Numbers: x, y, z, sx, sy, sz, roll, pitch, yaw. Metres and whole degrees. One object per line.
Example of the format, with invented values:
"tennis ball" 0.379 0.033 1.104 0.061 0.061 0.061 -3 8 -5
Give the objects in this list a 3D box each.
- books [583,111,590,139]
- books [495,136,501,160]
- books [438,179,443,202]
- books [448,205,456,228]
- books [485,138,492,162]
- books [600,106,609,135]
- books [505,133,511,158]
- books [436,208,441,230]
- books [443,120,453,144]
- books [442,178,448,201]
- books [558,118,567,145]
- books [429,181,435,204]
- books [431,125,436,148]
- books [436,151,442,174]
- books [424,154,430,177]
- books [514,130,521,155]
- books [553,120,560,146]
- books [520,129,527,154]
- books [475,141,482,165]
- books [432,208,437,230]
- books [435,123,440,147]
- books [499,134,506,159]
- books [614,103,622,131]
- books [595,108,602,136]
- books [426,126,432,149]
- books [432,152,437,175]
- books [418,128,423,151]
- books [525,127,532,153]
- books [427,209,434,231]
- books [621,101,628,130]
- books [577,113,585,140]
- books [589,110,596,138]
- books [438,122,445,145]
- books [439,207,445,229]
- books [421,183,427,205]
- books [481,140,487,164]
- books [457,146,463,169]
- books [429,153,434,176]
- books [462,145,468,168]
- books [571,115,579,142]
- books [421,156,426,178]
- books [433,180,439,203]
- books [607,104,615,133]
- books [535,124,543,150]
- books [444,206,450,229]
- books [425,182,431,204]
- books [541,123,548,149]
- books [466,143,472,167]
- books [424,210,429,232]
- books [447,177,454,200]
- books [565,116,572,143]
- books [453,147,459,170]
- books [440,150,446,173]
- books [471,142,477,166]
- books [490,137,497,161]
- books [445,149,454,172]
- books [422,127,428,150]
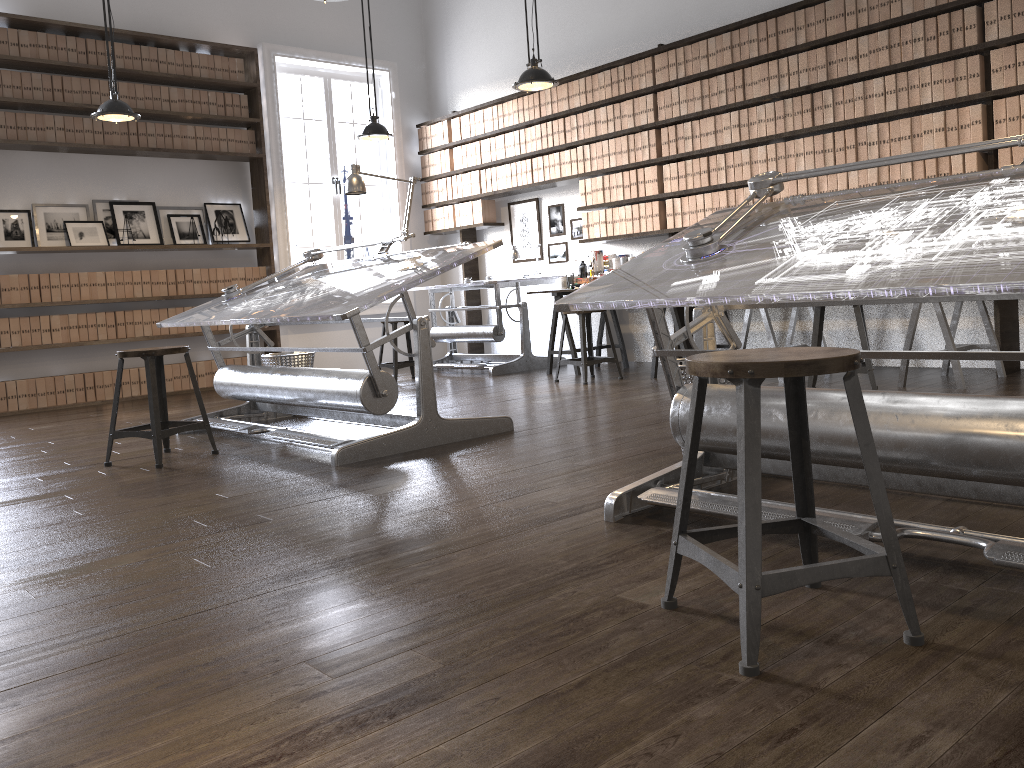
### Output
"books" 0.681 -2.140 7.358 0.175 0.225 0.067 -7 5 -41
"books" -0.062 -2.178 8.203 0.175 0.225 0.067 -7 5 -41
"books" -0.652 -1.942 8.908 0.175 0.225 0.067 -7 5 -41
"books" -0.538 -1.662 8.809 0.175 0.225 0.067 -7 5 -41
"books" -0.159 -2.182 8.307 0.175 0.225 0.067 -7 5 -41
"books" 0.809 -2.133 7.208 0.175 0.225 0.067 -7 5 -41
"books" 0.025 -2.173 8.102 0.175 0.225 0.067 -7 5 -41
"books" -0.675 -1.669 8.966 0.175 0.225 0.067 -7 5 -41
"books" -0.587 -2.484 8.761 0.175 0.225 0.067 -7 5 -41
"books" -0.606 -1.939 8.848 0.175 0.225 0.067 -7 5 -41
"books" 0.487 -2.149 7.571 0.175 0.225 0.067 -7 5 -41
"books" -0.746 -1.947 9.015 0.175 0.225 0.067 -7 5 -41
"books" -0.725 -2.492 8.923 0.175 0.225 0.067 -7 5 -41
"books" -0.667 -2.213 8.882 0.175 0.225 0.067 -7 5 -41
"books" -0.800 -2.220 9.034 0.175 0.225 0.067 -7 5 -41
"books" 0.112 -2.168 7.998 0.175 0.225 0.067 -7 5 -41
"books" 0.442 -2.152 7.630 0.175 0.225 0.067 -7 5 -41
"books" 0.161 -2.166 7.948 0.175 0.225 0.067 -7 5 -41
"books" -0.256 -2.187 8.416 0.175 0.225 0.067 -7 5 -41
"books" -0.716 -1.671 9.017 0.175 0.225 0.067 -7 5 -41
"books" -0.680 -2.489 8.869 0.175 0.225 0.067 -7 5 -41
"books" -0.022 -2.175 8.149 0.175 0.225 0.067 -7 5 -41
"books" 0.904 -2.129 7.102 0.175 0.225 0.067 -7 5 -41
"books" 0.768 -2.136 7.257 0.175 0.225 0.067 -7 5 -41
"books" -0.774 -2.494 8.973 0.175 0.225 0.067 -7 5 -41
"books" -0.708 -2.216 8.935 0.175 0.225 0.067 -7 5 -41
"books" -0.872 -2.498 9.079 0.175 0.225 0.067 -7 5 -41
"books" 0.209 -2.164 7.896 0.175 0.225 0.067 -7 5 -41
"books" -0.769 -1.673 9.069 0.175 0.225 0.067 -7 5 -41
"books" 0.952 -2.126 7.051 0.175 0.225 0.067 -7 5 -41
"books" 0.634 -2.142 7.412 0.175 0.225 0.067 -7 5 -41
"books" 0.721 -2.137 7.304 0.175 0.225 0.067 -7 5 -41
"books" -0.636 -2.487 8.814 0.175 0.225 0.067 -7 5 -41
"books" -0.637 -1.666 8.916 0.175 0.225 0.067 -7 5 -41
"books" -0.841 -1.951 9.114 0.175 0.225 0.067 -7 5 -41
"books" -0.202 -2.185 8.364 0.175 0.225 0.067 -7 5 -41
"books" -0.439 -2.196 8.622 0.175 0.225 0.067 -7 5 -41
"books" -0.750 -2.218 8.981 0.175 0.225 0.067 -7 5 -41
"books" -0.391 -2.193 8.568 0.175 0.225 0.067 -7 5 -41
"books" 0.584 -2.144 7.462 0.175 0.225 0.067 -7 5 -41
"books" -0.843 -2.223 9.090 0.175 0.225 0.067 -7 5 -41
"books" -0.702 -1.944 8.959 0.175 0.225 0.067 -7 5 -41
"books" 0.855 -2.131 7.153 0.175 0.225 0.067 -7 5 -41
"books" 0.297 -2.159 7.785 0.175 0.225 0.067 -7 5 -41
"books" -0.589 -1.664 8.861 0.175 0.225 0.067 -7 5 -41
"books" -0.793 -1.949 9.068 0.175 0.225 0.067 -7 5 -41
"books" 0.345 -2.156 7.731 0.175 0.225 0.067 -7 5 -41
"books" -0.346 -2.192 8.523 0.175 0.225 0.067 -7 5 -41
"books" -0.815 -1.676 9.129 0.175 0.225 0.067 -7 5 -41
"books" -0.553 -1.937 8.796 0.175 0.225 0.067 -7 5 -41
"books" 0.540 -2.147 7.519 0.175 0.225 0.067 -7 5 -41
"books" -0.484 -2.199 8.679 0.175 0.225 0.067 -7 5 -41
"books" -0.618 -2.212 8.835 0.175 0.225 0.067 -7 5 -41
"books" -0.301 -2.190 8.476 0.175 0.225 0.067 -7 5 -41
"books" -0.109 -2.180 8.257 0.175 0.225 0.067 -7 5 -41
"books" -0.571 -2.209 8.782 0.175 0.225 0.067 -7 5 -41
"books" -0.824 -2.496 9.025 0.175 0.225 0.067 -7 5 -41
